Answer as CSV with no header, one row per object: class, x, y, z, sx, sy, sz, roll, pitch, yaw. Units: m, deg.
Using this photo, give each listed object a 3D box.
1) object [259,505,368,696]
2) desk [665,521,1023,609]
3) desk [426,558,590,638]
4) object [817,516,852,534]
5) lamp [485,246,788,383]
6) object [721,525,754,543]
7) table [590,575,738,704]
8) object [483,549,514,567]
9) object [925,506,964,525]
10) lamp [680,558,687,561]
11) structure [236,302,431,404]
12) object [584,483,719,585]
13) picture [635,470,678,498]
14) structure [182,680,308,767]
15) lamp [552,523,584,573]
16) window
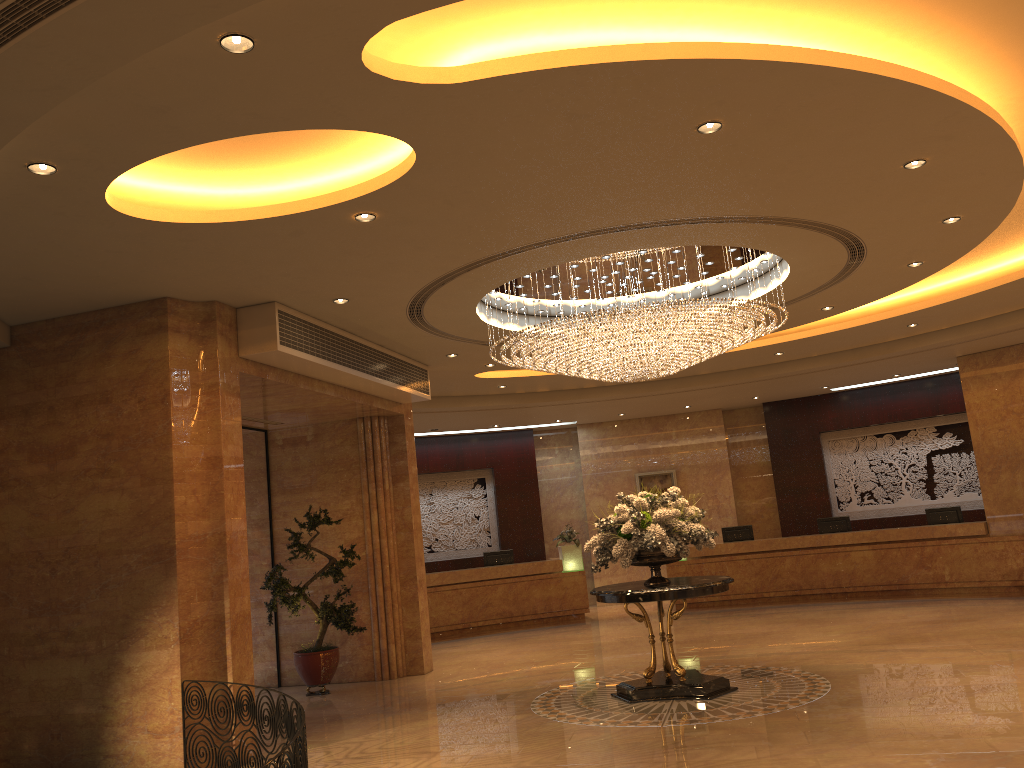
object,-2.512,2.731,11.274,1.250,2.363,0.843,-5,-9,-5
desk,7.917,2.744,13.922,3.466,1.155,12.951,2,-12,-40
desk,-0.971,4.144,16.966,5.227,1.155,1.570,-2,-10,-21
object,6.127,2.775,16.817,0.430,0.500,0.531,-1,-10,-24
lamp,1.335,-0.626,9.685,3.204,1.196,3.206,2,-12,-38
object,4.459,3.052,17.471,0.430,0.500,0.531,2,-12,-38
table,1.604,2.610,9.157,1.493,1.089,1.493,-7,-10,8
object,-0.410,3.550,17.448,0.918,0.500,0.397,-5,-9,-3
object,7.709,2.443,15.780,0.430,0.500,0.531,-4,-10,-13
lamp,3.151,2.999,17.381,0.577,0.925,0.542,-9,-10,17
structure,-1.910,-0.258,10.522,0.425,0.483,4.113,-8,-10,15
object,1.491,1.593,9.362,1.318,0.999,1.277,3,-13,-44
picture,3.181,2.360,19.374,0.875,0.890,0.068,-7,-9,6
structure,-3.283,2.359,3.291,3.815,0.995,7.624,-12,-11,33
lamp,1.113,3.206,17.405,0.570,0.923,0.580,-8,-10,11
window,-3.819,2.182,10.729,0.047,3.571,3.515,-8,-10,15
